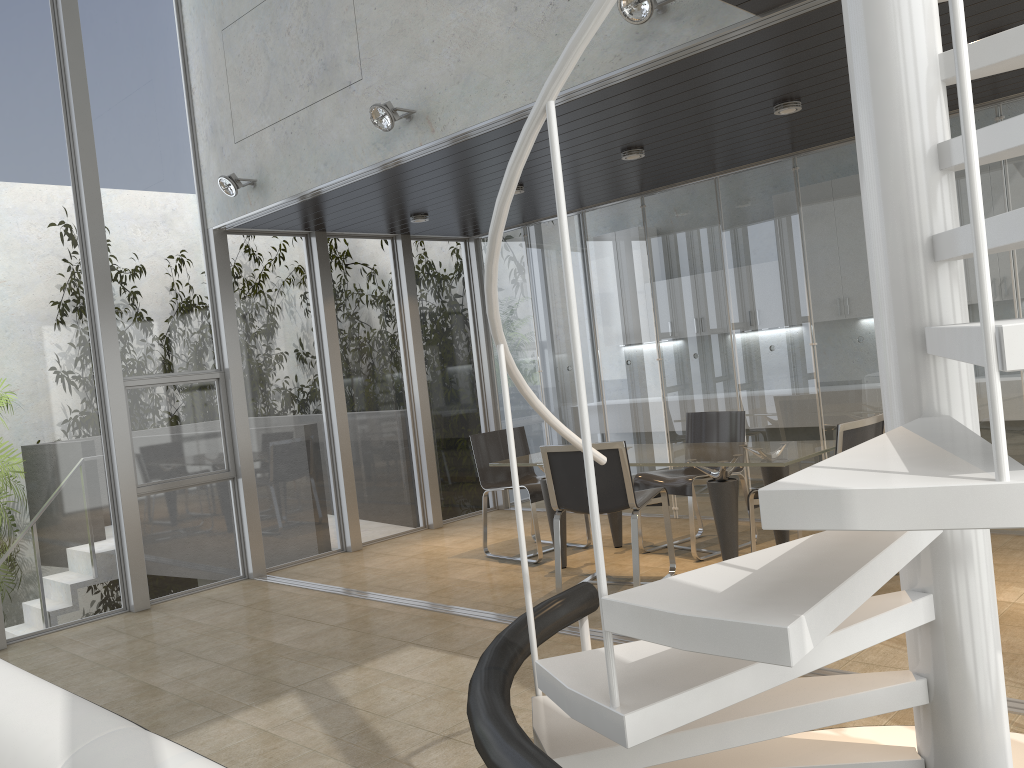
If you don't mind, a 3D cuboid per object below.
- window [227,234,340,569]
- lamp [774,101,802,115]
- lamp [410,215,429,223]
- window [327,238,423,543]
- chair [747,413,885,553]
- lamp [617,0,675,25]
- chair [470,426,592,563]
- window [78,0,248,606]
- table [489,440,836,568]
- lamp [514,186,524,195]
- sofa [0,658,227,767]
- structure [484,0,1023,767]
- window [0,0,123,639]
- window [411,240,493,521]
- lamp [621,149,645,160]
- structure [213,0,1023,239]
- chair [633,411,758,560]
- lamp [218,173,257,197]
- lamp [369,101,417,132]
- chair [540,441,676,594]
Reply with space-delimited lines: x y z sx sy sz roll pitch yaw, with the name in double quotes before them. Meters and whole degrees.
"window" -1.852 0.113 7.198 0.010 2.645 0.741 -5 2 44
"lamp" 1.545 -1.548 4.974 0.149 0.038 0.149 -7 1 -31
"lamp" -0.751 -1.344 7.212 0.149 0.038 0.149 -7 1 -31
"window" -1.221 0.029 7.853 0.010 2.645 0.741 -5 2 44
"chair" 1.760 0.658 5.037 0.546 0.922 0.660 -7 2 -41
"lamp" 0.567 -1.597 3.756 0.197 0.154 0.254 -5 2 44
"chair" 0.132 0.802 6.631 0.546 0.922 0.660 -7 2 -41
"window" -2.637 -1.294 6.499 0.050 5.700 0.800 -5 2 44
"table" 0.991 0.813 5.815 2.250 0.733 0.900 -5 2 44
"lamp" 0.014 -1.412 6.466 0.149 0.038 0.149 -7 1 -31
"sofa" -1.118 1.114 1.685 2.601 0.638 0.971 -5 2 44
"structure" 0.543 0.812 4.609 6.700 6.900 4.916 -5 2 44
"window" -3.278 -1.209 5.854 0.010 5.650 0.741 -5 2 44
"window" -0.590 -0.055 8.508 0.010 2.645 0.741 -5 2 44
"lamp" 0.780 -1.480 5.720 0.149 0.038 0.149 -7 1 -31
"structure" -2.671 -1.687 3.633 9.817 6.605 10.665 -5 2 43
"chair" 1.262 0.687 6.177 0.660 0.922 0.546 -7 2 -36
"lamp" -1.918 -1.376 6.158 0.197 0.154 0.228 -5 2 44
"lamp" -0.671 -1.487 4.962 0.197 0.154 0.254 -5 2 44
"chair" 0.593 0.779 5.387 0.546 0.922 0.660 -6 1 29
